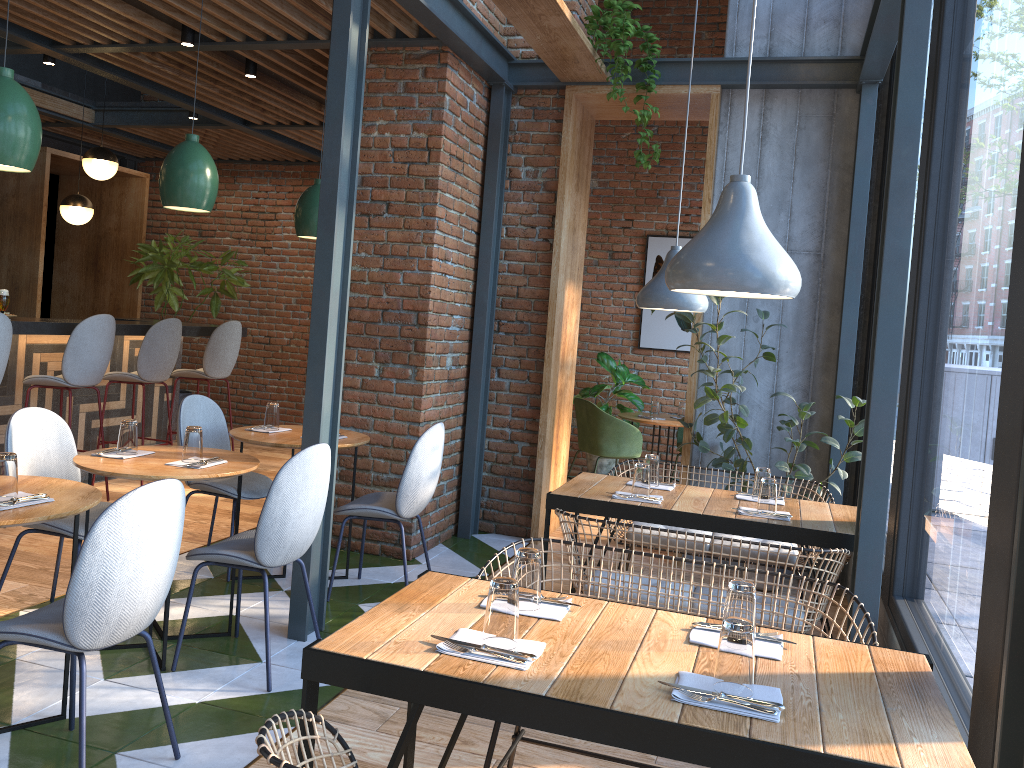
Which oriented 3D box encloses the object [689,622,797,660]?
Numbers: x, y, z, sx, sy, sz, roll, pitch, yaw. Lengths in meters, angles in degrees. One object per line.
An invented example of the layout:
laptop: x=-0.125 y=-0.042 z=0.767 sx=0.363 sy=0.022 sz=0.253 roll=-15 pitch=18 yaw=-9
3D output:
object: x=0.532 y=0.589 z=2.049 sx=0.243 sy=0.019 sz=0.157 roll=6 pitch=4 yaw=20

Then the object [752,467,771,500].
object: x=1.099 y=0.438 z=3.889 sx=0.080 sy=0.138 sz=0.080 roll=4 pitch=2 yaw=-10

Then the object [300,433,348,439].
object: x=-0.952 y=0.263 z=4.464 sx=0.157 sy=0.019 sz=0.243 roll=6 pitch=4 yaw=20

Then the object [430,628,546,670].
object: x=-0.053 y=0.555 z=1.890 sx=0.243 sy=0.019 sz=0.157 roll=6 pitch=4 yaw=19

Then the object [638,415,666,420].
object: x=1.169 y=0.278 z=7.458 sx=0.157 sy=0.019 sz=0.243 roll=3 pitch=4 yaw=-25

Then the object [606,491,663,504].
object: x=0.517 y=0.470 z=3.727 sx=0.243 sy=0.019 sz=0.157 roll=5 pitch=4 yaw=14

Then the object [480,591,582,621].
object: x=0.049 y=0.541 z=2.192 sx=0.243 sy=0.019 sz=0.157 roll=6 pitch=4 yaw=16

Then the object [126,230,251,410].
object: x=-3.500 y=-0.566 z=9.268 sx=1.518 sy=2.094 sz=1.083 roll=5 pitch=2 yaw=22

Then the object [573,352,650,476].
object: x=0.885 y=0.300 z=8.230 sx=0.633 sy=1.195 sz=0.716 roll=4 pitch=2 yaw=-23

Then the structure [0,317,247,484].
structure: x=-4.382 y=-0.033 z=5.720 sx=2.920 sy=1.394 sz=4.924 roll=6 pitch=4 yaw=17

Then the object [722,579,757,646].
object: x=0.522 y=0.523 z=2.028 sx=0.080 sy=0.138 sz=0.080 roll=4 pitch=2 yaw=-17

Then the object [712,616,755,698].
object: x=0.442 y=0.537 z=1.752 sx=0.080 sy=0.138 sz=0.080 roll=4 pitch=2 yaw=-9

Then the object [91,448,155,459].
object: x=-1.571 y=0.275 z=3.600 sx=0.157 sy=0.019 sz=0.243 roll=5 pitch=4 yaw=14

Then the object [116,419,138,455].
object: x=-1.548 y=0.213 z=3.573 sx=0.080 sy=0.138 sz=0.080 roll=3 pitch=2 yaw=-33

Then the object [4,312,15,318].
object: x=-3.211 y=-0.429 z=5.417 sx=0.164 sy=0.052 sz=0.292 roll=6 pitch=4 yaw=25

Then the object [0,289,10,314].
object: x=-3.081 y=-0.484 z=5.360 sx=0.070 sy=0.182 sz=0.070 roll=6 pitch=2 yaw=37

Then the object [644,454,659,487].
object: x=0.634 y=0.391 z=4.032 sx=0.080 sy=0.138 sz=0.080 roll=6 pitch=2 yaw=33

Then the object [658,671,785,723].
object: x=0.410 y=0.601 z=1.737 sx=0.243 sy=0.019 sz=0.157 roll=6 pitch=4 yaw=18

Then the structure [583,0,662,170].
structure: x=0.650 y=-1.752 z=5.194 sx=0.513 sy=0.967 sz=0.665 roll=5 pitch=2 yaw=9

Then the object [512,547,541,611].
object: x=0.036 y=0.476 z=2.171 sx=0.080 sy=0.138 sz=0.080 roll=6 pitch=2 yaw=39

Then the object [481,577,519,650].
object: x=-0.021 y=0.490 z=1.904 sx=0.080 sy=0.138 sz=0.080 roll=4 pitch=2 yaw=-8

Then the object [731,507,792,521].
object: x=1.010 y=0.518 z=3.591 sx=0.243 sy=0.019 sz=0.157 roll=6 pitch=4 yaw=17

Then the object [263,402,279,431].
object: x=-1.238 y=0.167 z=4.570 sx=0.080 sy=0.138 sz=0.080 roll=3 pitch=2 yaw=-36

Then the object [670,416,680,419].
object: x=1.479 y=0.293 z=7.583 sx=0.157 sy=0.019 sz=0.243 roll=3 pitch=4 yaw=-25

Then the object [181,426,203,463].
object: x=-1.267 y=0.238 z=3.518 sx=0.080 sy=0.138 sz=0.080 roll=5 pitch=2 yaw=27

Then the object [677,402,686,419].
object: x=1.458 y=0.225 z=7.583 sx=0.080 sy=0.138 sz=0.080 roll=6 pitch=2 yaw=38

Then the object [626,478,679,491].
object: x=0.648 y=0.457 z=4.051 sx=0.243 sy=0.019 sz=0.157 roll=6 pitch=4 yaw=20

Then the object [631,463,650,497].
object: x=0.548 y=0.405 z=3.744 sx=0.080 sy=0.138 sz=0.080 roll=4 pitch=2 yaw=-23

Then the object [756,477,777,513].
object: x=1.042 y=0.453 z=3.606 sx=0.080 sy=0.138 sz=0.080 roll=4 pitch=2 yaw=0

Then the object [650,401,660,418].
object: x=1.204 y=0.215 z=7.448 sx=0.080 sy=0.138 sz=0.080 roll=6 pitch=2 yaw=38

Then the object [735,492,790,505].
object: x=1.108 y=0.503 z=3.910 sx=0.243 sy=0.019 sz=0.157 roll=6 pitch=4 yaw=17

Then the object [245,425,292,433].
object: x=-1.257 y=0.229 z=4.599 sx=0.157 sy=0.019 sz=0.243 roll=6 pitch=4 yaw=20

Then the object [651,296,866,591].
object: x=1.343 y=0.267 z=5.032 sx=1.062 sy=1.771 sz=1.020 roll=4 pitch=2 yaw=-14
